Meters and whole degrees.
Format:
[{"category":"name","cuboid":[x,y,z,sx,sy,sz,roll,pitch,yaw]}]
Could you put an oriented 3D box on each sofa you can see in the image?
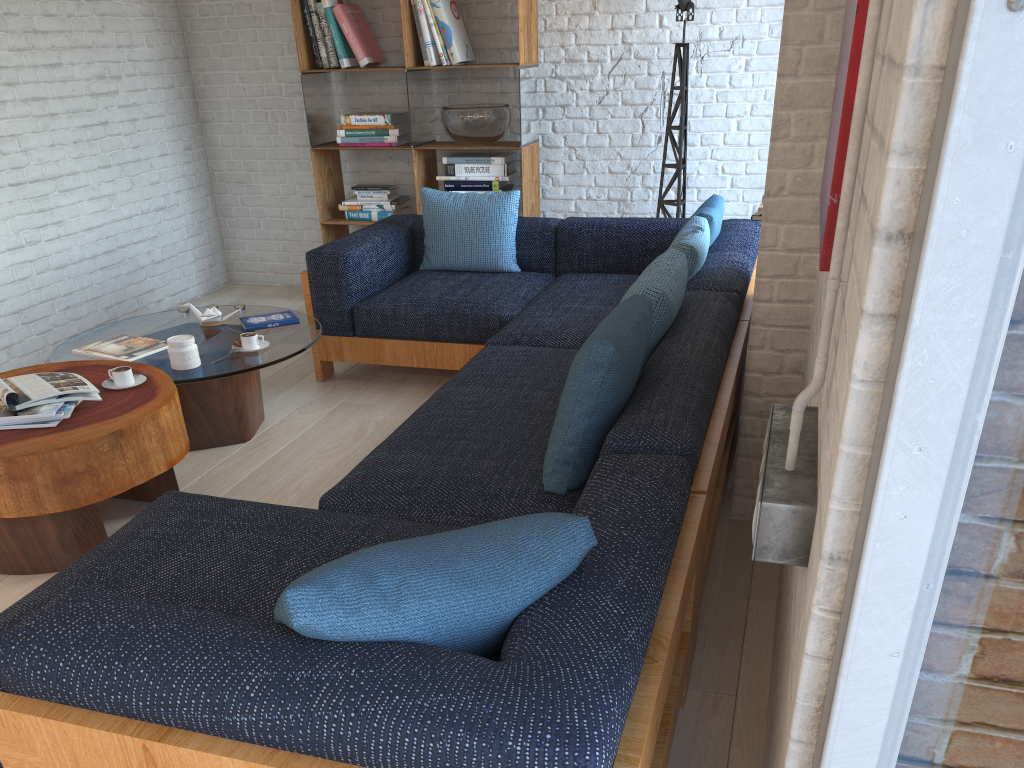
[{"category":"sofa","cuboid":[-0.269,0.058,3.141,2.068,0.711,3.692,5,23,17]}]

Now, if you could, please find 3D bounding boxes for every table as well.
[{"category":"table","cuboid":[-1.476,0.117,3.422,1.066,0.480,1.719,8,24,22]}]

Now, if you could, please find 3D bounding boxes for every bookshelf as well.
[{"category":"bookshelf","cuboid":[-0.527,-1.576,5.092,1.311,2.357,0.341,6,28,15]}]

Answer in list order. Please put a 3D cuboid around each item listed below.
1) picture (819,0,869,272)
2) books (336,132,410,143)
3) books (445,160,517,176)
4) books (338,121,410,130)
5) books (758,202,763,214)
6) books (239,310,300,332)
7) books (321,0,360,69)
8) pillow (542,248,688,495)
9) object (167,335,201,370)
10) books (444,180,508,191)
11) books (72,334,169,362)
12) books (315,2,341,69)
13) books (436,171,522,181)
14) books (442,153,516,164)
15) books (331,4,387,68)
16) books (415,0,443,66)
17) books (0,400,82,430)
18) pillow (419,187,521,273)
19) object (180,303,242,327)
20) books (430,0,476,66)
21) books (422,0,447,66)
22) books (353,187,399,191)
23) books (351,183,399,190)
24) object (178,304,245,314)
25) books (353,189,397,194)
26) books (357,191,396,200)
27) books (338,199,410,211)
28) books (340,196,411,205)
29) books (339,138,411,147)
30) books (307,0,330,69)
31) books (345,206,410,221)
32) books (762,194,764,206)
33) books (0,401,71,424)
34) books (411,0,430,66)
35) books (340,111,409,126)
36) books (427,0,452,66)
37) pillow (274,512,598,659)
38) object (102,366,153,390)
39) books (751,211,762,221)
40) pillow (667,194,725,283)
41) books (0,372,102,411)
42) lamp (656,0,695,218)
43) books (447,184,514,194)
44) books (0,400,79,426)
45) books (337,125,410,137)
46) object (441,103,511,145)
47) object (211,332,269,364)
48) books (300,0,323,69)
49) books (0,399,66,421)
[{"category":"picture","cuboid":[0.586,-0.756,1.436,0.019,1.028,0.694,7,27,17]},{"category":"books","cuboid":[-0.833,-1.483,5.248,0.379,0.039,0.227,3,22,12]},{"category":"books","cuboid":[-0.182,-1.283,5.164,0.379,0.069,0.227,2,22,11]},{"category":"books","cuboid":[-0.822,-1.549,5.224,0.354,0.022,0.254,4,22,15]},{"category":"books","cuboid":[0.910,-0.591,2.878,0.170,0.020,0.221,6,23,19]},{"category":"books","cuboid":[-1.055,-0.274,3.788,0.228,0.024,0.153,-11,23,-22]},{"category":"books","cuboid":[-0.973,-2.030,5.009,0.120,0.408,0.228,7,27,16]},{"category":"pillow","cuboid":[0.336,-0.099,2.639,0.253,0.447,1.132,6,24,16]},{"category":"object","cuboid":[-1.240,-0.120,3.289,0.106,0.116,0.102,14,29,30]},{"category":"books","cuboid":[-0.213,-1.197,5.186,0.326,0.060,0.237,3,22,12]},{"category":"books","cuboid":[-1.568,-0.146,3.527,0.313,0.012,0.239,10,24,28]},{"category":"books","cuboid":[-1.016,-2.023,5.061,0.102,0.357,0.237,7,27,17]},{"category":"books","cuboid":[-0.194,-1.236,5.173,0.442,0.022,0.254,4,22,16]},{"category":"books","cuboid":[-0.190,-1.330,5.136,0.378,0.039,0.228,4,23,16]},{"category":"books","cuboid":[-0.877,-2.002,5.019,0.194,0.341,0.237,6,27,16]},{"category":"books","cuboid":[-0.444,-1.988,4.856,0.103,0.410,0.228,7,27,16]},{"category":"books","cuboid":[-1.552,0.080,2.837,0.252,0.012,0.296,-3,21,-3]},{"category":"pillow","cuboid":[-0.220,-0.788,4.486,0.553,0.438,0.208,5,27,15]},{"category":"object","cuboid":[-1.310,-0.312,3.809,0.181,0.098,0.186,18,30,39]},{"category":"books","cuboid":[-0.324,-1.957,4.840,0.157,0.352,0.237,7,27,16]},{"category":"books","cuboid":[-0.390,-1.972,4.859,0.124,0.373,0.254,7,27,16]},{"category":"books","cuboid":[-0.845,-1.216,5.422,0.241,0.009,0.146,4,22,16]},{"category":"books","cuboid":[-0.847,-1.223,5.404,0.251,0.018,0.151,4,22,16]},{"category":"object","cuboid":[-1.376,-0.349,4.002,0.302,0.029,0.063,-4,23,-4]},{"category":"books","cuboid":[-0.849,-1.206,5.436,0.236,0.020,0.159,2,22,10]},{"category":"books","cuboid":[-0.844,-1.178,5.442,0.205,0.036,0.124,5,23,16]},{"category":"books","cuboid":[-0.860,-1.124,5.461,0.378,0.039,0.228,4,23,16]},{"category":"books","cuboid":[-0.849,-1.145,5.435,0.379,0.020,0.227,2,22,10]},{"category":"books","cuboid":[-0.821,-1.457,5.265,0.354,0.022,0.254,5,22,16]},{"category":"books","cuboid":[-1.072,-2.044,5.047,0.091,0.411,0.228,7,28,17]},{"category":"books","cuboid":[-0.841,-1.075,5.472,0.322,0.060,0.240,9,24,25]},{"category":"books","cuboid":[0.913,-0.618,2.870,0.131,0.036,0.194,9,24,26]},{"category":"books","cuboid":[-1.561,0.060,2.827,0.251,0.012,0.297,-7,22,-12]},{"category":"books","cuboid":[-0.473,-1.999,4.886,0.101,0.411,0.228,7,27,16]},{"category":"books","cuboid":[-0.816,-1.584,5.201,0.324,0.060,0.238,6,23,18]},{"category":"books","cuboid":[-0.366,-1.973,4.860,0.124,0.373,0.254,7,27,16]},{"category":"pillow","cuboid":[-0.156,0.391,1.586,0.558,0.352,0.354,-11,26,-20]},{"category":"object","cuboid":[-1.350,-0.029,3.043,0.146,0.060,0.163,1,22,7]},{"category":"books","cuboid":[0.907,-0.571,2.903,0.160,0.018,0.238,9,24,26]},{"category":"pillow","cuboid":[0.746,-0.527,3.759,0.242,0.428,1.033,6,24,16]},{"category":"books","cuboid":[-1.554,0.013,2.877,0.264,0.117,0.309,-20,28,-36]},{"category":"lamp","cuboid":[0.939,-1.174,4.458,0.505,1.975,0.808,-7,27,-9]},{"category":"books","cuboid":[-0.181,-1.141,5.218,0.379,0.069,0.227,0,22,4]},{"category":"books","cuboid":[-1.550,0.064,2.846,0.251,0.012,0.297,-7,22,-12]},{"category":"books","cuboid":[-0.825,-1.515,5.221,0.379,0.039,0.227,2,22,10]},{"category":"object","cuboid":[-0.206,-1.506,5.063,0.392,0.217,0.383,-15,26,-28]},{"category":"object","cuboid":[-1.058,-0.147,3.420,0.154,0.061,0.252,2,22,10]},{"category":"books","cuboid":[-1.110,-2.044,5.050,0.091,0.411,0.228,7,28,17]},{"category":"books","cuboid":[-1.565,0.053,2.815,0.252,0.012,0.297,-5,22,-7]}]
